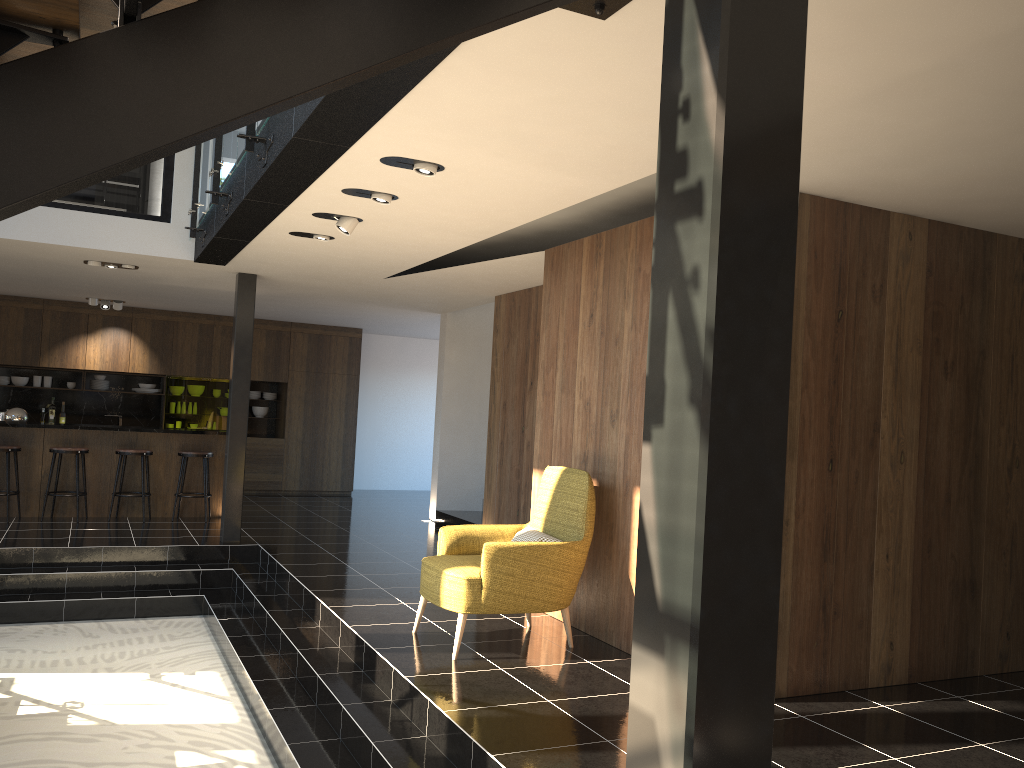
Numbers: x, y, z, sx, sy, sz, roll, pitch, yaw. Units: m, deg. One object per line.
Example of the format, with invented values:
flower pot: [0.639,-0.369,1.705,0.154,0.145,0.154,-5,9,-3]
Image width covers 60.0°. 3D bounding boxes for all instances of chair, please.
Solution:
chair: [-3.701,1.186,10.314,0.412,0.799,0.412,4,-1,-16]
chair: [-5.487,1.058,9.466,0.412,0.799,0.412,4,-1,-16]
chair: [-4.892,1.101,9.748,0.412,0.799,0.412,4,-1,-16]
chair: [-4.296,1.144,10.031,0.412,0.799,0.412,4,-1,-16]
chair: [-0.035,1.067,5.603,1.031,1.097,0.807,4,-2,-26]

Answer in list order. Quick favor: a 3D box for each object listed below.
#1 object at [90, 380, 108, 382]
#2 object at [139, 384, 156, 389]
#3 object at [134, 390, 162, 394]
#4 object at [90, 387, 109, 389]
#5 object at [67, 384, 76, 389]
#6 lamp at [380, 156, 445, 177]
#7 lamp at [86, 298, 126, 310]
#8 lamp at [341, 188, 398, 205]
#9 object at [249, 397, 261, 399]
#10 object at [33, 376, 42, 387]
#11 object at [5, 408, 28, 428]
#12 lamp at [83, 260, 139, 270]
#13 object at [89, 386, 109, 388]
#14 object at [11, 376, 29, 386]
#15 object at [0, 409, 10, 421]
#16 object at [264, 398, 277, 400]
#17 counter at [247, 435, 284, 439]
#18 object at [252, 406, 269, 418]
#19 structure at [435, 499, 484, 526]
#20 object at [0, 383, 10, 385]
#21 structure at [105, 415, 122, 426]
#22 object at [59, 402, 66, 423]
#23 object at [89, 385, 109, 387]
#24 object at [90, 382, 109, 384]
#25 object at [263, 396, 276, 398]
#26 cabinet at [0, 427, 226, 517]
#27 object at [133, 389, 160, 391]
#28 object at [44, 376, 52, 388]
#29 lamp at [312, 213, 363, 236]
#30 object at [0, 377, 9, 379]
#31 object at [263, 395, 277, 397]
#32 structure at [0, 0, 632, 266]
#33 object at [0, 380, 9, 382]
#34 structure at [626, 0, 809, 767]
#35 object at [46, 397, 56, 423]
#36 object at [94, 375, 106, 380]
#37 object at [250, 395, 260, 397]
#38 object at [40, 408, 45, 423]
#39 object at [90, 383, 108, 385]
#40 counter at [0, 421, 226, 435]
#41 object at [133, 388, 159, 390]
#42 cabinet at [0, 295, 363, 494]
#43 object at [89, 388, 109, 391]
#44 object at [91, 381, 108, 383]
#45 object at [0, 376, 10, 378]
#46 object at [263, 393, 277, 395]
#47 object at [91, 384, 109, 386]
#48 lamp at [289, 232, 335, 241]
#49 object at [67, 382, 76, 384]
object: [-6.203,-0.033,13.339,0.269,0.024,0.269,3,-2,13]
object: [-5.578,0.046,13.563,0.254,0.088,0.254,3,-2,0]
object: [-5.579,0.121,13.561,0.438,0.039,0.438,3,-2,11]
object: [-6.209,0.068,13.337,0.269,0.024,0.269,3,-2,13]
object: [-6.516,0.037,13.113,0.122,0.072,0.122,3,-2,0]
lamp: [-0.515,-1.190,4.616,0.346,0.177,0.195,4,-2,-25]
lamp: [-5.592,-1.164,12.209,0.502,0.280,0.349,4,-2,-25]
lamp: [-0.848,-1.183,5.317,0.346,0.177,0.195,4,-2,-25]
object: [-4.147,0.227,14.229,0.220,0.033,0.220,4,-2,-16]
object: [-6.906,-0.036,12.902,0.109,0.161,0.109,5,-2,-43]
object: [-5.454,0.373,9.766,0.227,0.228,0.227,2,-2,25]
lamp: [-3.981,-1.239,8.819,0.502,0.194,0.349,4,-2,-25]
object: [-6.208,0.057,13.337,0.269,0.024,0.269,3,-2,13]
object: [-7.119,-0.033,12.827,0.234,0.138,0.234,3,-2,-6]
object: [-7.098,0.463,12.474,0.278,0.218,0.300,3,-2,8]
object: [-3.917,0.243,14.338,0.220,0.033,0.220,5,-3,-42]
counter: [-5.817,0.711,13.272,4.593,0.005,0.862,4,-2,-25]
object: [-4.055,0.454,14.284,0.264,0.170,0.264,2,-2,39]
structure: [1.412,0.306,8.806,1.964,3.016,6.662,4,-2,-25]
object: [-7.328,0.002,12.718,0.220,0.033,0.220,4,-2,-29]
structure: [-5.882,0.582,13.085,0.243,0.231,0.173,4,-2,-26]
object: [-6.661,0.459,13.146,0.077,0.395,0.077,3,-1,17]
object: [-6.207,0.040,13.338,0.269,0.024,0.269,3,-2,13]
object: [-6.204,-0.006,13.339,0.269,0.024,0.269,3,-2,13]
object: [-3.916,0.218,14.338,0.220,0.033,0.220,5,-3,-42]
cabinet: [-5.001,1.010,10.188,3.565,0.993,0.698,4,-2,-25]
object: [-5.578,0.109,13.561,0.438,0.039,0.438,3,-2,11]
object: [-6.785,-0.028,12.959,0.109,0.161,0.109,3,-2,-13]
lamp: [-1.182,-1.141,6.016,0.346,0.247,0.195,4,-2,-25]
object: [-7.323,-0.079,12.720,0.220,0.033,0.220,4,-2,-29]
object: [-3.916,0.208,14.338,0.220,0.033,0.220,5,-3,-42]
structure: [-2.502,-0.045,4.425,3.448,4.867,7.279,4,-2,-26]
object: [-7.326,-0.033,12.719,0.220,0.033,0.220,4,-2,-29]
structure: [-0.838,0.332,1.024,3.783,3.244,1.149,4,-2,-25]
object: [-6.799,0.421,13.073,0.133,0.451,0.116,4,-1,-25]
object: [-6.203,-0.085,13.338,0.168,0.087,0.168,3,-2,-6]
object: [-4.145,0.202,14.229,0.220,0.033,0.220,4,-2,-16]
object: [-6.892,0.496,13.024,0.058,0.287,0.058,3,-1,-12]
object: [-6.206,0.013,13.338,0.269,0.024,0.269,3,-2,13]
counter: [-4.974,0.492,10.199,3.575,0.041,0.698,4,-2,-25]
object: [-5.578,0.094,13.561,0.438,0.039,0.438,3,-2,11]
cabinet: [-5.791,0.225,13.277,6.895,2.689,0.869,4,-2,-25]
object: [-6.209,0.084,13.337,0.269,0.024,0.269,3,-2,13]
object: [-6.203,-0.025,13.339,0.269,0.024,0.269,3,-2,13]
object: [-7.323,-0.091,12.720,0.220,0.033,0.220,4,-2,-29]
object: [-3.914,0.175,14.339,0.220,0.033,0.220,5,-3,-42]
object: [-6.206,0.022,13.338,0.269,0.024,0.269,3,-2,13]
lamp: [-1.513,-1.179,6.718,0.346,0.158,0.195,4,-2,-25]
object: [-6.515,0.013,13.113,0.122,0.072,0.122,3,-2,0]
